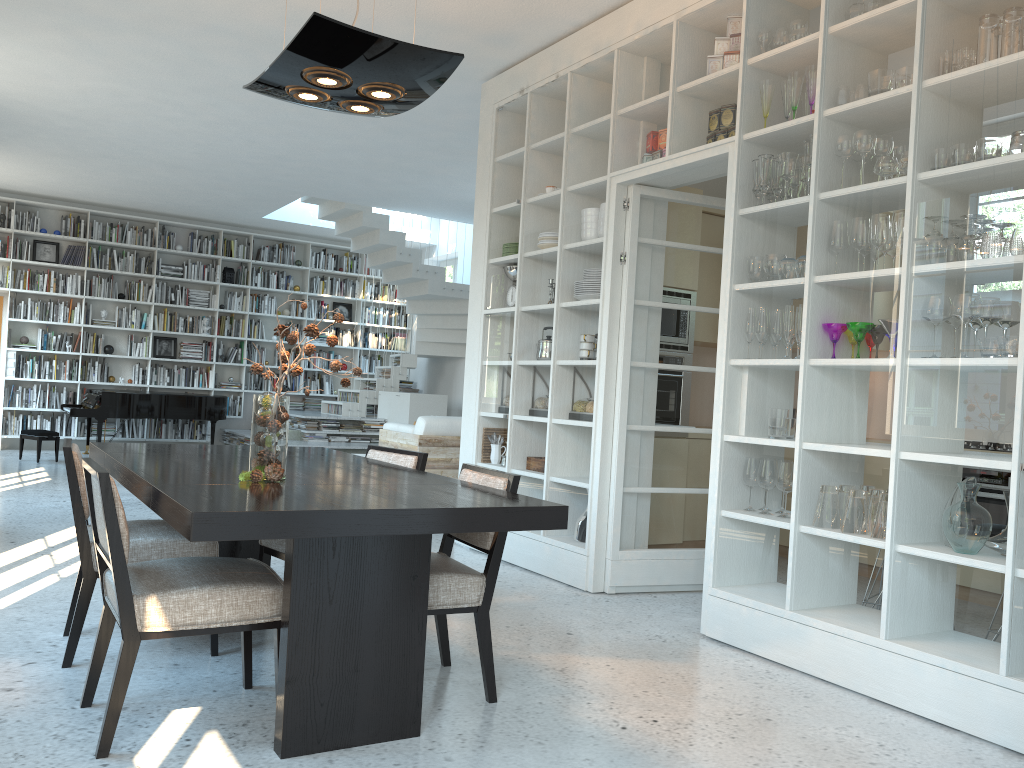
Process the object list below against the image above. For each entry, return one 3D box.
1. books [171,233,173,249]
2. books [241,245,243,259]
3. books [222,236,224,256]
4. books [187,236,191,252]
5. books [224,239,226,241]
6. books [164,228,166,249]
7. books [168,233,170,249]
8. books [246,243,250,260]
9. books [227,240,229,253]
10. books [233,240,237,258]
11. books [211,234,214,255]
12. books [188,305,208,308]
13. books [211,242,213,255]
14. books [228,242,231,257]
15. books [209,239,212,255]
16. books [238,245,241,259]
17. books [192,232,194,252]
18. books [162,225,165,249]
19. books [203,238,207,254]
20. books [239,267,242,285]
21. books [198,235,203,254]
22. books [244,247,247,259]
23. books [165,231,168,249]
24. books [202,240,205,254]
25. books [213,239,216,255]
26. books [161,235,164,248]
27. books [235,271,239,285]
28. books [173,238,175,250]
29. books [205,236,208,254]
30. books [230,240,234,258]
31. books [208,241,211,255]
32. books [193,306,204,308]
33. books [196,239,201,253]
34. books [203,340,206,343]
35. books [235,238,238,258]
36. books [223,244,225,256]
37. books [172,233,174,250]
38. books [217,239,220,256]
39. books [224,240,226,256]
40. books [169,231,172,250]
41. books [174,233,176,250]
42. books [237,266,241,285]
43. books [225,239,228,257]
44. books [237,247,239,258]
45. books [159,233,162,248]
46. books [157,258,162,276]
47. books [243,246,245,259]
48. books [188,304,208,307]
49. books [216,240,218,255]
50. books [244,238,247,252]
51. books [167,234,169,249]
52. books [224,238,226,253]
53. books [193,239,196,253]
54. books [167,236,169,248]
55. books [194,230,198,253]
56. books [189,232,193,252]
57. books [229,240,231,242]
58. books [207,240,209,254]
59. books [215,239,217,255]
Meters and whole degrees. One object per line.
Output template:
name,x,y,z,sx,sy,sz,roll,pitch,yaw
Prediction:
books,-4.658,-1.939,12.134,0.005,0.255,0.168,3,0,-31
books,-3.860,-1.864,12.607,0.031,0.213,0.169,3,0,-31
books,-4.084,-1.922,12.482,0.007,0.298,0.181,3,0,-31
books,-4.467,-1.921,12.266,0.012,0.245,0.151,3,0,-31
books,-4.058,-1.901,12.494,0.006,0.260,0.166,3,0,-31
books,-4.747,-1.965,12.089,0.010,0.296,0.153,3,0,-31
books,-4.697,-1.938,12.125,0.014,0.248,0.139,3,0,-31
books,-3.781,-1.879,12.651,0.029,0.253,0.186,3,0,-31
books,-4.022,-1.900,12.527,0.008,0.262,0.142,3,0,-31
books,-3.944,-1.900,12.581,0.030,0.274,0.151,3,0,-31
books,-4.202,-1.935,12.424,0.012,0.308,0.138,3,0,-31
books,-4.378,-1.075,12.339,0.254,0.012,0.161,4,-1,-35
books,-4.219,-1.884,12.422,0.014,0.204,0.135,3,0,-31
books,-4.004,-1.884,12.518,0.015,0.234,0.171,3,0,-31
books,-4.239,-1.900,12.417,0.026,0.233,0.137,3,0,-31
books,-3.886,-1.860,12.596,0.024,0.201,0.180,3,0,-31
books,-4.430,-1.944,12.276,0.011,0.296,0.157,3,0,-31
books,-4.759,-1.988,12.087,0.014,0.341,0.145,3,0,-31
books,-4.287,-1.905,12.361,0.023,0.236,0.154,3,0,-31
books,-3.880,-1.528,12.611,0.022,0.272,0.181,3,0,-31
books,-4.343,-1.925,12.343,0.028,0.270,0.140,3,0,-31
books,-3.823,-1.852,12.644,0.022,0.194,0.181,3,0,-31
books,-4.722,-1.948,12.087,0.011,0.265,0.163,3,0,-31
books,-4.309,-1.889,12.343,0.033,0.203,0.166,3,0,-31
books,-4.183,-1.901,12.427,0.028,0.244,0.161,3,0,-31
books,-4.774,-1.916,12.065,0.026,0.194,0.166,3,0,-31
books,-3.912,-1.501,12.615,0.019,0.214,0.156,3,0,-31
books,-4.648,-1.904,12.152,0.010,0.186,0.152,3,0,-31
books,-4.264,-1.920,12.358,0.010,0.270,0.180,3,0,-31
books,-3.970,-1.892,12.542,0.054,0.254,0.190,3,0,-31
books,-4.238,-1.884,12.367,0.023,0.202,0.193,3,0,-31
books,-4.384,-1.063,12.347,0.254,0.012,0.161,4,-1,-31
books,-4.369,-1.897,12.308,0.050,0.211,0.172,3,0,-31
books,-4.318,-0.464,12.424,0.011,0.299,0.130,3,0,-31
books,-3.918,-1.910,12.577,0.010,0.297,0.167,3,0,-31
books,-4.081,-1.869,12.493,0.015,0.192,0.160,3,0,-31
books,-4.661,-1.936,12.155,0.013,0.249,0.148,3,0,-31
books,-4.142,-1.905,12.461,0.022,0.257,0.136,3,0,-31
books,-4.057,-1.891,12.478,0.007,0.239,0.191,3,0,-31
books,-4.682,-1.945,12.127,0.013,0.264,0.147,3,0,-31
books,-4.633,-1.938,12.152,0.011,0.256,0.143,3,0,-31
books,-3.887,-1.529,12.591,0.021,0.272,0.190,3,0,-31
books,-4.036,-1.900,12.509,0.034,0.261,0.157,3,0,-31
books,-3.906,-1.851,12.583,0.022,0.180,0.173,3,0,-31
books,-4.800,-1.935,12.063,0.023,0.228,0.157,3,0,-31
books,-4.796,-1.577,12.047,0.021,0.249,0.191,3,0,-31
books,-3.847,-1.858,12.638,0.025,0.203,0.162,3,0,-31
books,-4.379,-1.087,12.341,0.254,0.012,0.161,4,-1,-28
books,-4.154,-1.897,12.446,0.014,0.239,0.153,3,0,-31
books,-3.813,-1.919,12.668,0.012,0.329,0.128,3,0,-31
books,-4.713,-1.931,12.131,0.006,0.233,0.136,3,0,-31
books,-4.058,-1.910,12.507,0.007,0.279,0.150,3,0,-31
books,-4.421,-1.899,12.297,0.031,0.208,0.146,3,0,-31
books,-4.716,-1.913,12.107,0.023,0.195,0.172,3,0,-31
books,-4.388,-1.959,12.288,0.010,0.331,0.186,3,0,-31
books,-4.445,-1.943,12.257,0.014,0.292,0.176,3,0,-31
books,-4.012,-1.900,12.554,0.007,0.264,0.133,3,0,-31
books,-4.261,-1.893,12.372,0.012,0.217,0.179,3,0,-31
books,-4.170,-1.900,12.447,0.014,0.244,0.145,3,0,-31
